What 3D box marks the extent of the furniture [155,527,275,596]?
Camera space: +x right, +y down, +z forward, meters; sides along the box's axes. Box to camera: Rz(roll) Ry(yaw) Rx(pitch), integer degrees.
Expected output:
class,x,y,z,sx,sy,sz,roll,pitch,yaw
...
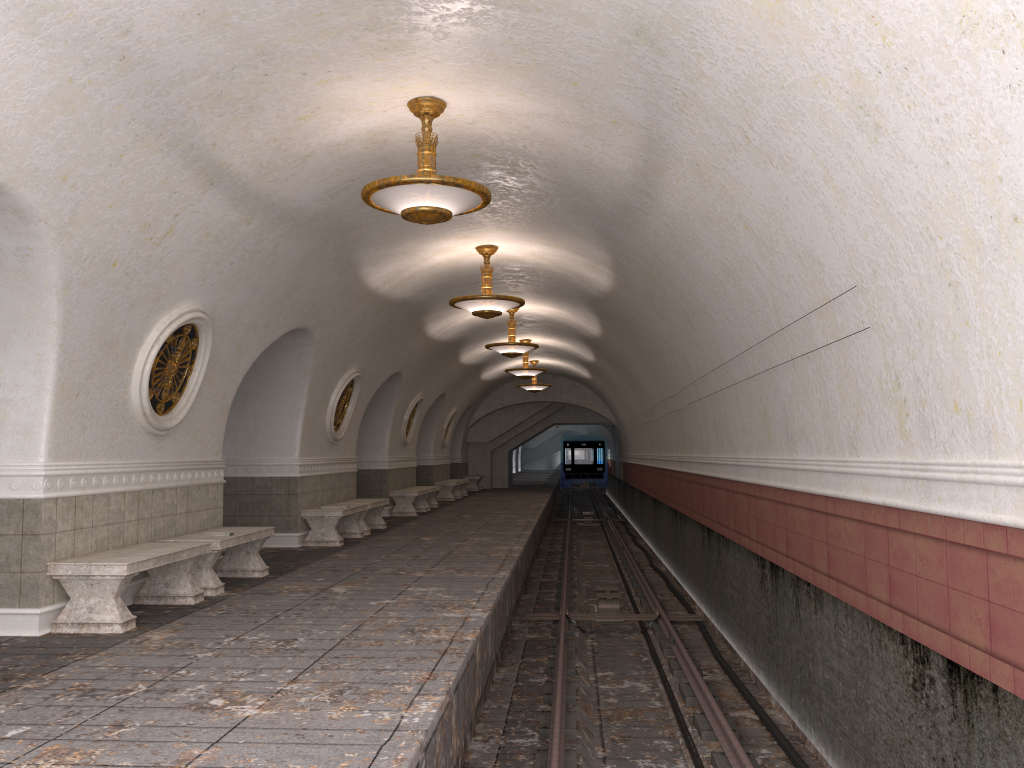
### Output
class,x,y,z,sx,sy,sz,roll,pitch,yaw
furniture,-2.908,1.736,8.808,0.613,0.508,1.509,-1,-5,4

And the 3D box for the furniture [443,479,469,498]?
class,x,y,z,sx,sy,sz,roll,pitch,yaw
furniture,-1.680,3.137,26.703,0.613,0.508,1.509,-1,-5,4

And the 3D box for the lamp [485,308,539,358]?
class,x,y,z,sx,sy,sz,roll,pitch,yaw
lamp,-0.002,-0.956,16.551,1.008,0.955,1.008,-2,-5,20

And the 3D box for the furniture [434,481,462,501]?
class,x,y,z,sx,sy,sz,roll,pitch,yaw
furniture,-1.795,3.006,25.031,0.613,0.508,1.509,-1,-5,4

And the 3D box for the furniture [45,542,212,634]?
class,x,y,z,sx,sy,sz,roll,pitch,yaw
furniture,-3.023,1.605,7.135,0.613,0.508,1.509,-1,-5,4

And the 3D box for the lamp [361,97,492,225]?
class,x,y,z,sx,sy,sz,roll,pitch,yaw
lamp,-0.664,-1.711,6.911,1.008,0.955,1.008,1,-5,-12

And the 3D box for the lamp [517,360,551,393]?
class,x,y,z,sx,sy,sz,roll,pitch,yaw
lamp,0.657,-0.204,26.157,1.008,0.955,1.008,3,-6,-40

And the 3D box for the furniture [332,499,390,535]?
class,x,y,z,sx,sy,sz,roll,pitch,yaw
furniture,-2.498,2.204,14.784,0.613,0.508,1.509,-1,-5,4

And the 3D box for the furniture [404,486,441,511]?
class,x,y,z,sx,sy,sz,roll,pitch,yaw
furniture,-2.087,2.673,20.773,0.613,0.508,1.509,-1,-5,4

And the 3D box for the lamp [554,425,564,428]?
class,x,y,z,sx,sy,sz,roll,pitch,yaw
lamp,3.167,2.657,62.707,1.008,0.955,1.008,0,-5,-10

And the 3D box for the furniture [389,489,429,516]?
class,x,y,z,sx,sy,sz,roll,pitch,yaw
furniture,-2.202,2.542,19.100,0.613,0.508,1.509,-1,-5,4

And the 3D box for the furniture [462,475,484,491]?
class,x,y,z,sx,sy,sz,roll,pitch,yaw
furniture,-1.364,3.497,31.299,0.613,0.508,1.509,-1,-5,4

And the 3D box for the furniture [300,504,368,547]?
class,x,y,z,sx,sy,sz,roll,pitch,yaw
furniture,-2.613,2.073,13.112,0.613,0.508,1.509,-1,-5,4

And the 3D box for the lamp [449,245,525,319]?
class,x,y,z,sx,sy,sz,roll,pitch,yaw
lamp,-0.332,-1.332,11.747,1.008,0.955,1.008,1,-5,-12

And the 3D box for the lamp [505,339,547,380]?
class,x,y,z,sx,sy,sz,roll,pitch,yaw
lamp,0.327,-0.580,21.353,1.008,0.955,1.008,-2,-5,20
